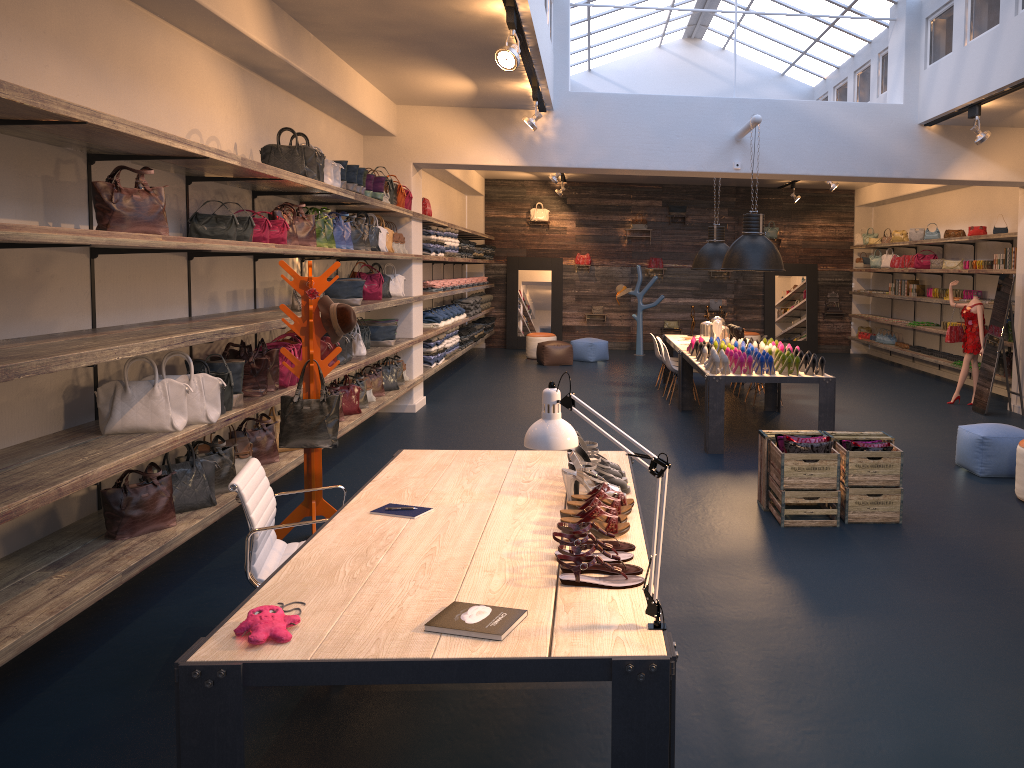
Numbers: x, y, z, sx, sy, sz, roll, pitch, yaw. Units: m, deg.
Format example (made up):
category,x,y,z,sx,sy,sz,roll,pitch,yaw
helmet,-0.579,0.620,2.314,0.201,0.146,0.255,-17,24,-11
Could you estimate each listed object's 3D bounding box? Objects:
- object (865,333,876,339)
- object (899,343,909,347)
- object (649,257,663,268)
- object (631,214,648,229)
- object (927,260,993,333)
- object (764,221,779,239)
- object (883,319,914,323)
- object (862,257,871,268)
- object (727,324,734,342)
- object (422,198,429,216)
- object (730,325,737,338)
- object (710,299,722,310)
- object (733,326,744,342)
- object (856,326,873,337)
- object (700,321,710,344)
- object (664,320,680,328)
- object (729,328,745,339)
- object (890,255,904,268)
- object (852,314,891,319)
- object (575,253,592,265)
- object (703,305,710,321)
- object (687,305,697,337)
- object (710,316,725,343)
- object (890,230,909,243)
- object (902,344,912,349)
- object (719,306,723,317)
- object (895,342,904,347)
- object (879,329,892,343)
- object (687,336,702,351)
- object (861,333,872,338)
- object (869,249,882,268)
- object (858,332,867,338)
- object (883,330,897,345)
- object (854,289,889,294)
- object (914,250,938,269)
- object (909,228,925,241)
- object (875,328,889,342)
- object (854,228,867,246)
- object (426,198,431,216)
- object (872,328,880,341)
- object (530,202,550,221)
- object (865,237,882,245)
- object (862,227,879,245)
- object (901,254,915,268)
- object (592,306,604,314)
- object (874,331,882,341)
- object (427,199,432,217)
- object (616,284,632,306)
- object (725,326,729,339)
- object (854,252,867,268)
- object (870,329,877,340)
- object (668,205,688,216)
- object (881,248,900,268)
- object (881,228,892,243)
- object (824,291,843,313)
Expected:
category,x,y,z,sx,sy,sz,roll,pitch,yaw
object,7.375,-0.977,17.849,0.203,0.118,0.097,6,7,35
object,7.246,-0.712,16.010,0.219,0.082,0.230,0,7,-9
object,3.041,-2.545,18.261,0.333,0.253,0.133,-1,5,-15
object,2.668,-3.404,18.187,0.344,0.333,0.169,2,5,9
object,7.060,-1.377,13.744,0.454,1.129,2.706,1,7,5
object,5.497,-3.263,18.404,0.384,0.365,0.169,-1,5,-15
object,7.145,-1.166,16.069,0.355,0.029,0.889,2,8,4
object,7.300,-2.471,17.633,0.385,0.230,0.193,7,8,40
object,2.927,-0.656,11.531,0.155,0.284,0.154,1,5,0
object,-1.190,-2.182,10.680,0.323,0.244,0.141,1,5,-4
object,2.904,-0.622,11.281,0.155,0.284,0.154,1,5,0
object,4.337,-1.681,18.436,0.265,0.229,0.082,3,5,14
object,2.881,-0.588,11.025,0.155,0.284,0.154,1,5,0
object,7.504,-1.115,18.471,0.342,0.233,0.215,5,7,33
object,2.507,-0.641,11.167,0.177,0.334,0.195,2,5,19
object,3.393,-1.264,18.347,0.388,0.173,0.217,-2,7,-24
object,3.046,-0.683,12.055,0.466,0.202,0.210,-2,6,-21
object,7.105,-2.248,15.926,0.149,0.252,0.312,-3,7,-38
object,7.277,-1.359,17.529,0.352,0.024,1.882,2,8,5
object,1.491,-2.613,18.159,0.330,0.252,0.141,2,5,9
object,2.889,-0.938,12.923,0.128,0.466,0.152,5,6,43
object,2.678,-0.940,12.909,0.136,0.466,0.144,2,4,12
object,2.580,-0.643,10.905,0.209,0.410,0.195,0,5,-11
object,7.083,-2.702,15.862,0.217,0.233,0.340,-4,8,-39
object,7.182,-0.678,15.749,0.218,0.082,0.230,0,7,-9
object,3.116,-0.935,12.943,0.149,0.466,0.131,-1,4,-23
object,7.286,-0.747,16.271,0.206,0.082,0.244,3,7,12
object,7.265,-0.926,16.847,0.255,0.281,0.104,5,6,36
object,2.222,-0.487,10.514,0.206,0.194,0.239,0,6,-5
object,7.372,-1.006,18.057,0.204,0.118,0.097,6,7,34
object,7.199,-2.468,17.092,0.338,0.365,0.191,6,7,44
object,7.392,-1.034,18.270,0.204,0.118,0.097,6,7,34
object,7.253,-0.898,16.644,0.255,0.281,0.104,5,6,36
object,7.370,-1.881,17.634,0.481,0.060,1.527,2,8,4
object,7.052,-2.125,14.809,0.355,0.336,0.294,0,6,-11
object,7.052,-2.598,15.109,0.254,0.229,0.085,7,7,44
object,7.278,-0.953,17.051,0.257,0.281,0.103,4,5,29
object,7.405,-3.093,18.248,0.401,0.384,0.204,3,5,22
object,-1.182,-2.195,10.777,0.320,0.244,0.142,1,5,-1
object,7.354,-1.005,17.480,0.190,0.278,0.062,3,4,20
object,0.581,-3.571,18.014,0.444,0.384,0.185,-1,5,-15
object,7.268,-2.879,17.473,0.250,0.173,0.336,-4,8,-35
object,7.328,-3.017,17.759,0.338,0.365,0.191,6,7,44
object,7.020,-2.172,15.364,0.144,0.248,0.299,-1,7,-25
object,1.800,-1.554,18.236,0.287,0.175,0.098,-2,5,-24
object,7.338,-0.985,17.334,0.187,0.278,0.063,4,5,31
object,-1.169,-2.209,10.880,0.326,0.244,0.139,0,5,-8
object,2.263,-1.791,17.533,0.339,0.439,0.354,1,5,-3
object,2.690,-0.604,11.095,0.181,0.288,0.168,0,5,-11
object,7.343,-2.594,18.170,0.179,0.333,0.325,-4,7,-44
object,7.363,-1.022,17.610,0.187,0.278,0.063,4,5,31
object,3.479,-3.645,18.225,0.429,0.231,0.174,0,5,-9
object,7.223,-2.402,16.548,0.209,0.384,0.392,-3,7,-35
object,7.203,-2.838,16.664,0.110,0.298,0.274,-1,6,-25
object,6.905,-1.759,18.644,0.361,0.458,0.233,1,5,-2
